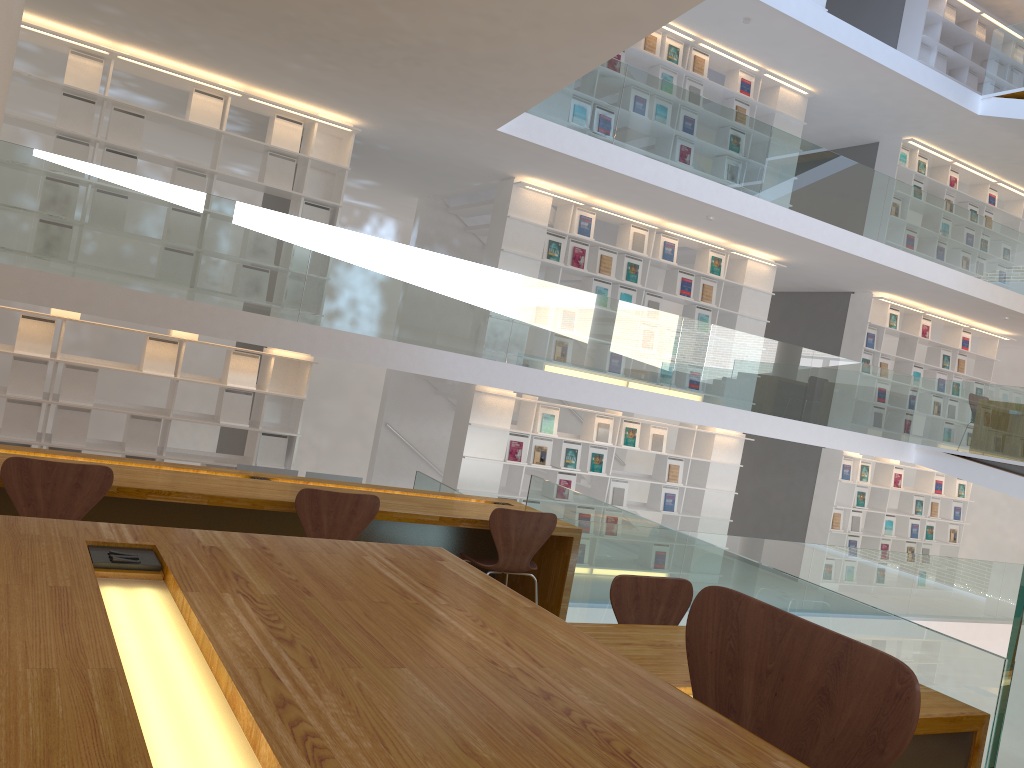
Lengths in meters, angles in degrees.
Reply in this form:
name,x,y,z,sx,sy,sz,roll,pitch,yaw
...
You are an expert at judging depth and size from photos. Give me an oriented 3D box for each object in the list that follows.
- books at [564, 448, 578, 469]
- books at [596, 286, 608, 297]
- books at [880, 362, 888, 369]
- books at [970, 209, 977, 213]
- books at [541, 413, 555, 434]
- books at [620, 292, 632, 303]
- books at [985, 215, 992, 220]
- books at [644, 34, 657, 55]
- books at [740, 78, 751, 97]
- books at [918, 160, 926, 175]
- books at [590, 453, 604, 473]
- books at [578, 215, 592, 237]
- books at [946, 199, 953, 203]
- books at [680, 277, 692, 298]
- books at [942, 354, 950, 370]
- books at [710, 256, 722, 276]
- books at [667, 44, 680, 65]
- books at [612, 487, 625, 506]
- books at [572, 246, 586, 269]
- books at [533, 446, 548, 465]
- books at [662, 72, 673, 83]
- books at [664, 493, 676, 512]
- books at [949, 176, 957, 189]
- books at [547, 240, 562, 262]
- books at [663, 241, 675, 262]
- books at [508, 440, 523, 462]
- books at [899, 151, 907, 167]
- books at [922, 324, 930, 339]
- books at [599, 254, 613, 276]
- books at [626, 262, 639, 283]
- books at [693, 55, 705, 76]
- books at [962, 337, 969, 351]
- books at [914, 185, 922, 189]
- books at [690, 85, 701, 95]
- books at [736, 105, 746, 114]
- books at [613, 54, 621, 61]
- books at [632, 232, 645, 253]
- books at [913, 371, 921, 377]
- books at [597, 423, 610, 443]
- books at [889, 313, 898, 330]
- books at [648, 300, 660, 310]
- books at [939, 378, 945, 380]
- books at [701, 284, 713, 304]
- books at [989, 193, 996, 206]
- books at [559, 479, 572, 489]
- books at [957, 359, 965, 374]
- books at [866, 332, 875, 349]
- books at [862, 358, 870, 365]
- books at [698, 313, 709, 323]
name,x,y,z,sx,sy,sz,roll,pitch,yaw
books,0.620,0.784,9.306,0.145,0.210,0.037,10,0,-30
books,0.937,-0.910,9.299,0.145,0.210,0.037,10,0,-30
books,4.901,-0.174,11.696,0.145,0.210,0.037,10,0,-30
books,6.406,-2.312,12.319,0.145,0.210,0.037,10,0,-30
books,0.368,0.413,9.118,0.145,0.210,0.037,10,0,-30
books,1.213,-0.861,9.464,0.145,0.210,0.037,10,0,-30
books,6.705,-2.257,12.494,0.145,0.210,0.037,10,0,-30
books,1.453,-3.562,9.312,0.145,0.210,0.037,10,0,-30
books,2.633,-3.329,10.004,0.145,0.210,0.037,10,0,-30
books,5.404,-2.833,11.697,0.145,0.210,0.037,10,0,-30
books,0.908,0.849,9.470,0.145,0.210,0.037,10,0,-30
books,0.751,-1.620,9.118,0.145,0.210,0.037,10,0,-30
books,5.925,-2.396,12.035,0.145,0.210,0.037,10,0,-30
books,1.935,-1.066,9.850,0.145,0.210,0.037,10,0,-30
books,6.032,-0.297,12.322,0.145,0.210,0.037,10,0,-30
books,2.309,-1.330,10.030,0.145,0.210,0.037,10,0,-30
books,1.721,-3.505,9.470,0.145,0.210,0.037,10,0,-30
books,1.157,1.238,9.652,0.145,0.210,0.037,10,0,-30
books,0.687,-1.295,9.121,0.145,0.210,0.037,10,0,-30
books,0.291,0.746,9.125,0.145,0.210,0.037,10,0,-30
books,1.652,-3.199,9.460,0.145,0.210,0.037,10,0,-30
books,1.780,1.344,10.016,0.145,0.210,0.037,10,0,-30
books,5.988,-2.709,12.040,0.145,0.210,0.037,10,0,-30
books,0.426,-1.339,8.970,0.145,0.210,0.037,10,0,-30
books,1.712,-1.442,9.681,0.145,0.210,0.037,10,0,-30
books,0.038,0.684,8.964,0.145,0.210,0.037,10,0,-30
books,5.063,-2.900,11.497,0.145,0.210,0.037,10,0,-30
books,5.614,-0.694,12.043,0.145,0.210,0.037,10,0,-30
books,0.983,-1.239,9.294,0.145,0.210,0.037,10,0,-30
books,1.288,-1.183,9.468,0.145,0.210,0.037,10,0,-30
books,2.034,-3.454,9.652,0.145,0.210,0.037,10,0,-30
books,6.388,-0.551,12.497,0.145,0.210,0.037,10,0,-30
books,5.341,-2.506,11.693,0.145,0.210,0.037,10,0,-30
books,1.985,-3.127,9.655,0.145,0.210,0.037,10,0,-30
books,2.576,-3.019,10.005,0.145,0.210,0.037,10,0,-30
books,1.048,-3.299,9.111,0.145,0.210,0.037,10,0,-30
books,1.354,-1.507,9.471,0.145,0.210,0.037,10,0,-30
books,5.496,-0.060,12.044,0.145,0.210,0.037,10,0,-30
books,0.974,0.525,9.473,0.145,0.210,0.037,10,0,-30
books,5.030,-0.818,11.700,0.145,0.210,0.037,10,0,-30
books,1.537,-0.794,9.651,0.145,0.210,0.037,10,0,-30
books,5.972,0.035,12.320,0.145,0.210,0.037,10,0,-30
books,2.204,-1.014,10.008,0.145,0.210,0.037,10,0,-30
books,6.762,-2.566,12.493,0.145,0.210,0.037,10,0,-30
books,0.551,1.111,9.300,0.145,0.210,0.037,10,0,-30
books,6.331,-0.241,12.497,0.145,0.210,0.037,10,0,-30
books,4.654,-0.553,11.512,0.145,0.210,0.037,10,0,-30
books,4.587,-0.221,11.510,0.145,0.210,0.037,10,0,-30
books,2.158,-0.684,10.014,0.145,0.210,0.037,10,0,-30
